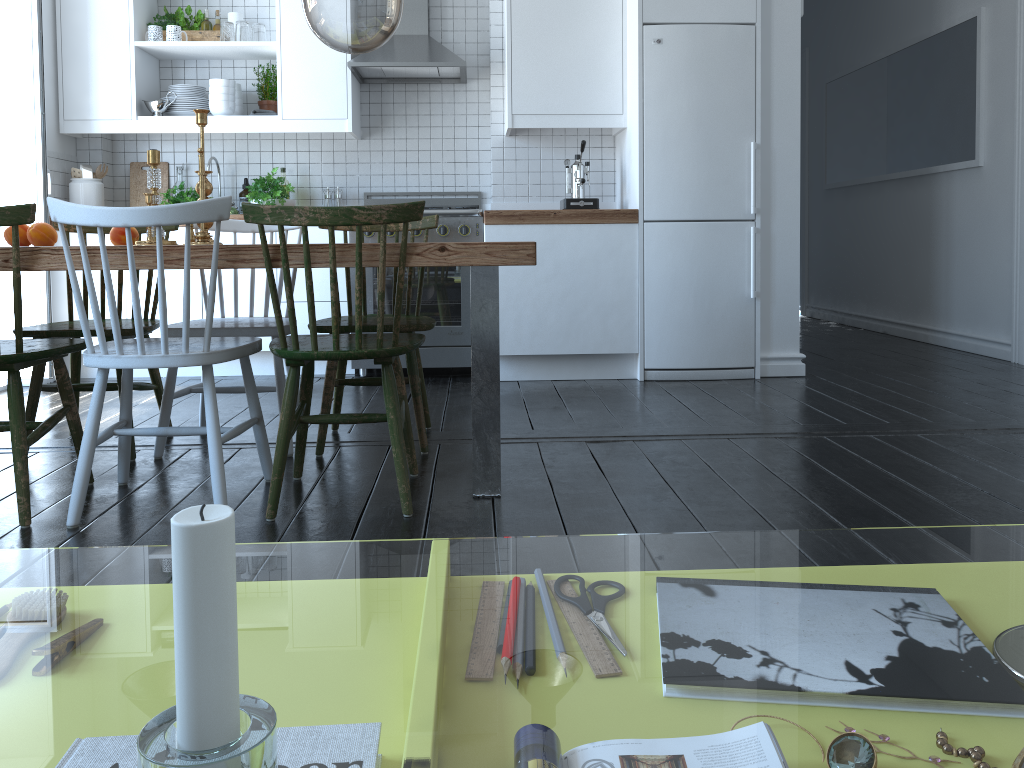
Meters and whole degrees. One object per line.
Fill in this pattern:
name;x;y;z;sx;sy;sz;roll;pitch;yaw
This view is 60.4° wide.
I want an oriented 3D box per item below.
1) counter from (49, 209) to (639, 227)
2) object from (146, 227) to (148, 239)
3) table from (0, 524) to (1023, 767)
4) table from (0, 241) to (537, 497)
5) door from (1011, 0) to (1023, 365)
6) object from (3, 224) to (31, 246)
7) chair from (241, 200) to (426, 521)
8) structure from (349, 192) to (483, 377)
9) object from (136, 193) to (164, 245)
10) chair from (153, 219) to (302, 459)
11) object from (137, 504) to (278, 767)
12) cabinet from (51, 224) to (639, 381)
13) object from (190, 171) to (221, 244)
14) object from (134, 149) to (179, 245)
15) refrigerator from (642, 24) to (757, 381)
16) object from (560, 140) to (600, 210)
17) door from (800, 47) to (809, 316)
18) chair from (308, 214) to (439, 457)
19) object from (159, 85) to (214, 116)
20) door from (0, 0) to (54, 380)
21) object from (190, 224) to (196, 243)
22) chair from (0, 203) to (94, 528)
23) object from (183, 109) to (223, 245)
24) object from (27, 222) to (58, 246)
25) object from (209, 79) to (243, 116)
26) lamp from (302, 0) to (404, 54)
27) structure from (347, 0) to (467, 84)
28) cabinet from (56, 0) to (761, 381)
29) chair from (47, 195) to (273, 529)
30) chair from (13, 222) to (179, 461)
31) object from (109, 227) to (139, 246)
counter;-0.921;-0.894;4.827;3.098;0.073;0.856;-1;9;-2
object;-1.192;-0.505;2.902;0.102;0.113;0.103;-2;6;-17
table;-0.061;0.412;0.653;1.400;0.397;0.607;-1;7;-2
table;-1.066;-0.081;2.785;2.226;0.712;1.029;-1;7;-2
door;2.927;-1.271;4.477;0.116;2.460;1.049;-1;3;-2
object;-1.594;-0.480;2.848;0.088;0.089;0.084;-2;6;-12
chair;-0.464;-0.087;2.455;0.467;0.822;0.489;-1;4;-4
structure;-0.512;-0.582;4.922;0.700;1.013;0.728;-1;5;-2
object;-1.076;-0.485;2.615;0.080;0.159;0.080;3;5;45
chair;-0.987;-0.209;3.194;0.466;0.837;0.514;-1;4;-2
object;-0.172;0.153;0.495;0.074;0.172;0.075;2;4;32
cabinet;-0.913;-0.473;4.904;3.182;0.810;0.736;0;6;6
object;-1.000;-0.568;2.866;0.101;0.246;0.101;1;4;21
object;-1.128;-0.584;2.781;0.140;0.309;0.141;2;5;40
refrigerator;0.945;-0.964;4.778;0.576;1.791;0.686;-1;3;-2
object;0.372;-1.121;4.784;0.206;0.367;0.357;-1;6;-2
door;2.741;-1.944;8.661;0.116;2.460;1.079;-1;4;-2
chair;-0.496;-0.207;3.199;0.467;0.822;0.489;-1;4;-4
object;-1.852;-1.595;5.023;0.300;0.193;0.309;-1;7;-1
door;-2.639;-1.025;4.425;0.586;2.014;0.105;-1;2;-8
object;-1.068;-0.524;2.933;0.049;0.138;0.050;-1;3;-2
chair;-1.435;-0.068;2.393;0.467;0.822;0.489;-1;4;-4
object;-0.925;-0.611;2.624;0.113;0.408;0.114;-3;4;-40
object;-1.511;-0.477;2.834;0.083;0.087;0.092;2;6;24
object;-1.616;-1.601;4.979;0.150;0.215;0.312;-1;7;-5
lamp;-0.122;-0.989;0.626;0.074;1.488;0.089;0;3;22
structure;-0.579;-2.388;4.939;0.633;1.297;0.532;-1;3;-2
cabinet;-0.601;-1.247;4.857;3.788;2.359;0.785;0;3;1
chair;-0.944;-0.081;2.397;0.466;0.837;0.514;-1;4;-2
chair;-1.467;-0.187;3.137;0.467;0.822;0.489;-1;4;-4
object;-1.294;-0.493;2.939;0.089;0.083;0.085;0;6;10
